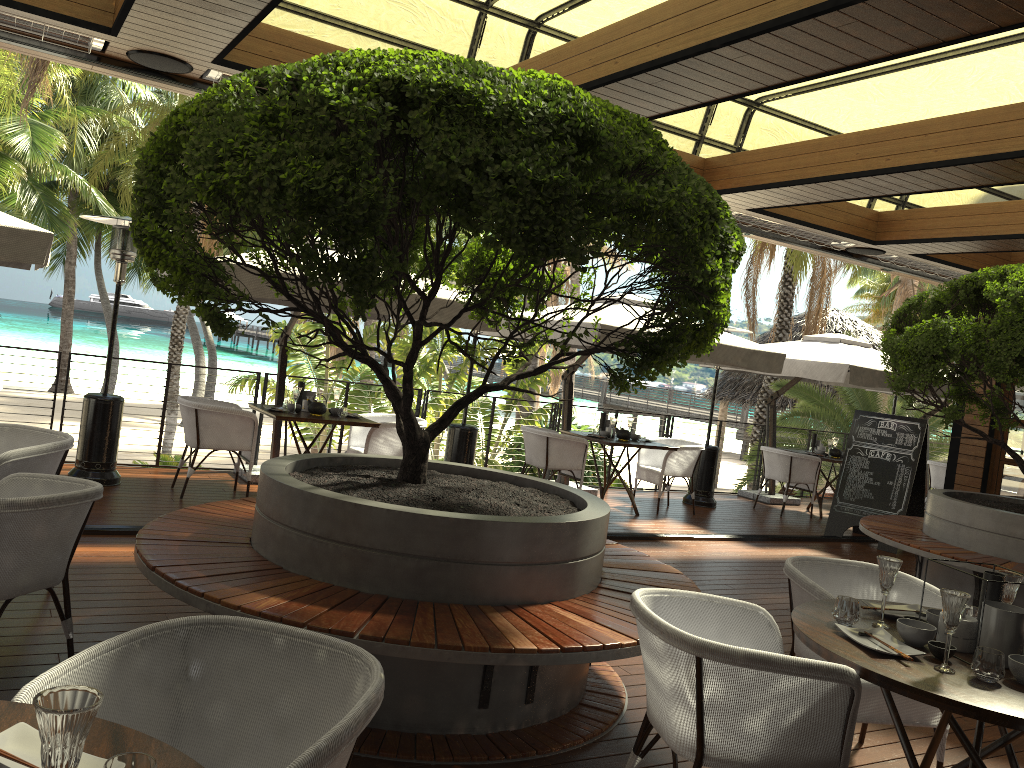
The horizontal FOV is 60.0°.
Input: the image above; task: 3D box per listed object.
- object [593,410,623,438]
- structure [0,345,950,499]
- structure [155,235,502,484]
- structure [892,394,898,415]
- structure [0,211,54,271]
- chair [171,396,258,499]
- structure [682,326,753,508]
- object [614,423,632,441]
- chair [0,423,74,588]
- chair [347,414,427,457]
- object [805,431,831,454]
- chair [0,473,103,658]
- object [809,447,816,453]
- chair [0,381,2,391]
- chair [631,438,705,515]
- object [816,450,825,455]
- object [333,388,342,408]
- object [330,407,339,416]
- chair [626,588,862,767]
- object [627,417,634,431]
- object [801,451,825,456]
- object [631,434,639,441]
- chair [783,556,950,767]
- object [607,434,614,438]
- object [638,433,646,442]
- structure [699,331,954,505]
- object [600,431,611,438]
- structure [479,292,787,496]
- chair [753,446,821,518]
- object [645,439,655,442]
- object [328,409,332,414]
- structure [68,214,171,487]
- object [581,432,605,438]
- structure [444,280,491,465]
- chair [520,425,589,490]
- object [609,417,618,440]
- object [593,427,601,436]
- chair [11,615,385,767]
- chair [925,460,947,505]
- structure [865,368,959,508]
[{"bbox_3d":[1.044,0.434,9.661,0.263,0.264,0.263,8,1,14],"label":"object"},{"bbox_3d":[-3.256,0.375,8.288,26.240,1.153,0.163,6,1,-31],"label":"structure"},{"bbox_3d":[-1.764,-0.165,7.827,2.411,2.332,2.417,7,2,-31],"label":"structure"},{"bbox_3d":[5.300,0.693,12.408,0.698,2.192,0.700,7,1,-43],"label":"structure"},{"bbox_3d":[-4.644,-0.493,6.101,2.411,2.332,2.417,7,2,-31],"label":"structure"},{"bbox_3d":[-2.494,0.529,7.364,0.616,0.788,0.628,7,1,-30],"label":"chair"},{"bbox_3d":[2.401,0.363,10.671,0.698,2.192,0.700,7,1,-43],"label":"structure"},{"bbox_3d":[1.189,0.504,9.401,0.167,0.179,0.163,7,1,-29],"label":"object"},{"bbox_3d":[-2.563,0.619,4.337,0.628,0.788,0.616,8,1,15],"label":"chair"},{"bbox_3d":[-1.157,0.682,8.136,0.616,0.788,0.628,7,1,-30],"label":"chair"},{"bbox_3d":[3.926,0.763,11.388,0.263,0.264,0.263,8,1,14],"label":"object"},{"bbox_3d":[-1.925,0.740,3.271,0.617,0.788,0.627,8,1,15],"label":"chair"},{"bbox_3d":[3.795,0.840,11.204,0.086,0.086,0.086,7,1,-26],"label":"object"},{"bbox_3d":[-4.071,0.350,6.390,0.616,0.788,0.628,7,1,-30],"label":"chair"},{"bbox_3d":[1.757,1.014,9.883,0.616,0.788,0.628,7,1,-30],"label":"chair"},{"bbox_3d":[3.867,0.863,11.120,0.116,0.065,0.116,7,2,-27],"label":"object"},{"bbox_3d":[-1.586,0.153,8.004,0.082,0.227,0.082,7,1,-30],"label":"object"},{"bbox_3d":[-1.551,0.247,7.841,0.116,0.065,0.116,7,2,-32],"label":"object"},{"bbox_3d":[0.638,1.100,2.734,0.616,0.788,0.628,7,1,-10],"label":"chair"},{"bbox_3d":[1.288,0.480,9.726,0.082,0.227,0.082,7,1,-30],"label":"object"},{"bbox_3d":[3.754,0.873,10.999,0.170,0.025,0.295,7,2,-31],"label":"object"},{"bbox_3d":[1.323,0.575,9.563,0.116,0.065,0.116,7,2,-32],"label":"object"},{"bbox_3d":[1.406,1.173,3.625,0.627,0.788,0.617,7,1,-10],"label":"chair"},{"bbox_3d":[1.033,0.556,9.309,0.080,0.042,0.080,8,2,20],"label":"object"},{"bbox_3d":[1.394,0.576,9.477,0.086,0.086,0.086,7,1,-26],"label":"object"},{"bbox_3d":[3.996,0.491,11.279,2.411,2.332,2.417,7,2,-31],"label":"structure"},{"bbox_3d":[0.984,0.535,9.392,0.116,0.065,0.116,7,2,-32],"label":"object"},{"bbox_3d":[1.116,0.163,9.553,2.411,2.332,2.417,7,2,-31],"label":"structure"},{"bbox_3d":[3.345,1.194,10.863,0.616,0.788,0.628,7,1,-30],"label":"chair"},{"bbox_3d":[1.430,0.605,9.685,0.170,0.025,0.295,7,2,-31],"label":"object"},{"bbox_3d":[-1.604,0.249,7.926,0.080,0.042,0.080,8,2,20],"label":"object"},{"bbox_3d":[-3.287,-0.285,7.262,0.698,2.192,0.700,7,1,-43],"label":"structure"},{"bbox_3d":[0.872,0.544,9.272,0.170,0.025,0.295,7,2,-31],"label":"object"},{"bbox_3d":[-0.438,0.039,8.969,0.698,2.192,0.700,7,1,-43],"label":"structure"},{"bbox_3d":[0.370,0.855,9.080,0.616,0.788,0.628,7,1,-30],"label":"chair"},{"bbox_3d":[1.042,0.463,9.227,0.082,0.227,0.082,7,1,-42],"label":"object"},{"bbox_3d":[0.913,0.512,9.476,0.086,0.086,0.086,7,1,-26],"label":"object"},{"bbox_3d":[-0.634,0.961,1.801,0.628,0.788,0.616,8,1,15],"label":"chair"},{"bbox_3d":[6.207,1.520,12.578,0.616,0.788,0.628,7,1,-30],"label":"chair"},{"bbox_3d":[6.876,0.819,13.005,2.411,2.332,2.417,7,2,-31],"label":"structure"}]
